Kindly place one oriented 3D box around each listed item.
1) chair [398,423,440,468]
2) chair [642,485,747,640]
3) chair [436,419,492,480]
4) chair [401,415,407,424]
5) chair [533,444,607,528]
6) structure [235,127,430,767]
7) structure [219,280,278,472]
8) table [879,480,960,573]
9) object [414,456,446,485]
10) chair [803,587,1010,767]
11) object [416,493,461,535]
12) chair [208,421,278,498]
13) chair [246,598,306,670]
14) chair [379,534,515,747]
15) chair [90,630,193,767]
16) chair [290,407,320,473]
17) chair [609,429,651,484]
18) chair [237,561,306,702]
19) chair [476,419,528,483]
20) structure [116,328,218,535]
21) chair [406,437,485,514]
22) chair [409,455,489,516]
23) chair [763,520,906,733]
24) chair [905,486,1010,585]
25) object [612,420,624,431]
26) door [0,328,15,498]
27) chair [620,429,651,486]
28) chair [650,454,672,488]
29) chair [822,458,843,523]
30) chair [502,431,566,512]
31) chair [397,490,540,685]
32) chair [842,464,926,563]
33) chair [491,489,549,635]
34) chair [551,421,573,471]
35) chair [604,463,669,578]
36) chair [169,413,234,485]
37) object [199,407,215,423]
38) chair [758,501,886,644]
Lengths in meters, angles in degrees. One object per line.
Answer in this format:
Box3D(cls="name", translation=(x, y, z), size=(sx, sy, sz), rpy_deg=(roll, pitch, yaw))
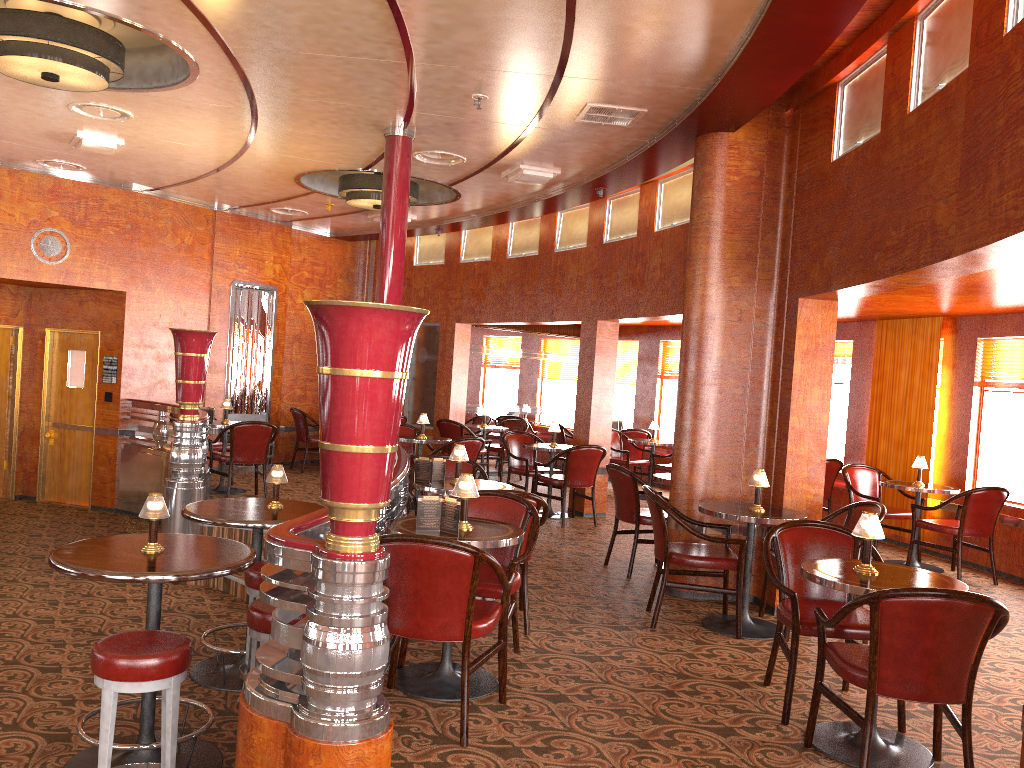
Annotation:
Box3D(cls="chair", translation=(-1.148, 0.845, 9.473), size=(0.588, 0.817, 0.615), rpy_deg=(3, 1, -30))
Box3D(cls="chair", translation=(1.076, 1.049, 5.413), size=(0.615, 0.817, 0.587), rpy_deg=(4, 1, 5))
Box3D(cls="chair", translation=(-0.659, 0.856, 11.307), size=(0.587, 0.817, 0.615), rpy_deg=(5, 2, 40))
Box3D(cls="chair", translation=(-1.700, 0.783, 11.432), size=(0.615, 0.817, 0.588), rpy_deg=(5, 1, 35))
Box3D(cls="chair", translation=(0.584, 0.973, 8.755), size=(0.588, 0.817, 0.615), rpy_deg=(3, 1, -30))
Box3D(cls="structure", translation=(-0.744, -0.065, 4.723), size=(0.549, 3.606, 4.352), rpy_deg=(4, 1, -6))
Box3D(cls="structure", translation=(-3.278, -0.092, 11.148), size=(0.556, 2.355, 0.812), rpy_deg=(5, 2, 41))
Box3D(cls="table", translation=(3.515, 1.236, 7.716), size=(0.639, 0.720, 0.640), rpy_deg=(4, 1, 24))
Box3D(cls="object", translation=(-0.509, 0.547, 5.589), size=(0.195, 0.156, 0.169), rpy_deg=(4, 1, -10))
Box3D(cls="chair", translation=(1.472, 1.102, 3.319), size=(0.588, 0.817, 0.615), rpy_deg=(4, 1, 5))
Box3D(cls="object", translation=(-0.343, 0.578, 3.966), size=(0.169, 0.156, 0.195), rpy_deg=(4, 1, -20))
Box3D(cls="chair", translation=(-2.671, 0.749, 8.820), size=(0.588, 0.817, 0.615), rpy_deg=(3, 1, -35))
Box3D(cls="chair", translation=(-1.023, 1.354, 3.959), size=(0.350, 0.756, 0.349), rpy_deg=(3, 2, -29))
Box3D(cls="chair", translation=(-0.315, 0.975, 3.641), size=(0.587, 0.817, 0.615), rpy_deg=(4, 1, 10))
Box3D(cls="chair", translation=(-1.398, 1.337, 3.310), size=(0.350, 0.756, 0.349), rpy_deg=(3, 1, -21))
Box3D(cls="chair", translation=(-2.580, 0.722, 11.496), size=(0.615, 0.817, 0.587), rpy_deg=(3, 2, -35))
Box3D(cls="chair", translation=(1.416, 0.997, 11.412), size=(0.615, 0.817, 0.588), rpy_deg=(5, 2, 45))
Box3D(cls="chair", translation=(-1.239, 1.331, 4.646), size=(0.350, 0.756, 0.349), rpy_deg=(3, 2, -29))
Box3D(cls="chair", translation=(-0.128, 0.884, 12.034), size=(0.587, 0.817, 0.615), rpy_deg=(5, 2, 40))
Box3D(cls="structure", translation=(-3.321, 0.502, 8.691), size=(0.624, 2.025, 3.167), rpy_deg=(3, 1, -30))
Box3D(cls="chair", translation=(-0.613, 0.892, 8.680), size=(0.615, 0.817, 0.588), rpy_deg=(5, 2, 45))
Box3D(cls="chair", translation=(-0.451, 0.933, 6.244), size=(0.588, 0.817, 0.615), rpy_deg=(4, 1, -10))
Box3D(cls="chair", translation=(1.476, 1.092, 4.157), size=(0.588, 0.817, 0.615), rpy_deg=(4, 1, 0))
Box3D(cls="chair", translation=(3.707, 1.206, 7.311), size=(0.588, 0.817, 0.615), rpy_deg=(3, 1, -20))
Box3D(cls="object", translation=(1.476, 0.597, 12.506), size=(0.169, 0.156, 0.195), rpy_deg=(4, 1, 12))
Box3D(cls="door", translation=(-6.168, 0.297, 10.301), size=(0.808, 1.984, 0.063), rpy_deg=(4, 2, 14))
Box3D(cls="chair", translation=(1.577, 0.999, 12.200), size=(0.588, 0.817, 0.615), rpy_deg=(4, 1, -13))
Box3D(cls="chair", translation=(2.092, 1.051, 10.820), size=(0.615, 0.817, 0.588), rpy_deg=(5, 2, 45))
Box3D(cls="chair", translation=(3.052, 1.138, 9.167), size=(0.588, 0.817, 0.615), rpy_deg=(3, 1, -20))
Box3D(cls="chair", translation=(0.193, 0.937, 9.525), size=(0.588, 0.817, 0.615), rpy_deg=(3, 1, -35))
Box3D(cls="chair", translation=(-0.185, 0.974, 4.465), size=(0.587, 0.817, 0.615), rpy_deg=(4, 1, 15))
Box3D(cls="chair", translation=(3.345, 1.171, 8.134), size=(0.588, 0.817, 0.615), rpy_deg=(3, 1, -20))
Box3D(cls="chair", translation=(-0.113, 0.971, 5.097), size=(0.588, 0.817, 0.615), rpy_deg=(4, 1, -10))
Box3D(cls="chair", translation=(0.842, 0.943, 12.613), size=(0.615, 0.817, 0.587), rpy_deg=(4, 1, -13))
Box3D(cls="chair", translation=(1.014, 1.027, 6.804), size=(0.615, 0.817, 0.587), rpy_deg=(3, 1, -20))
Box3D(cls="chair", translation=(-3.449, 0.684, 9.767), size=(0.615, 0.817, 0.588), rpy_deg=(5, 2, 40))
Box3D(cls="object", translation=(-3.148, 0.320, 9.240), size=(0.195, 0.156, 0.169), rpy_deg=(4, 1, 15))
Box3D(cls="chair", translation=(1.912, 1.106, 5.410), size=(0.615, 0.817, 0.587), rpy_deg=(4, 1, 0))
